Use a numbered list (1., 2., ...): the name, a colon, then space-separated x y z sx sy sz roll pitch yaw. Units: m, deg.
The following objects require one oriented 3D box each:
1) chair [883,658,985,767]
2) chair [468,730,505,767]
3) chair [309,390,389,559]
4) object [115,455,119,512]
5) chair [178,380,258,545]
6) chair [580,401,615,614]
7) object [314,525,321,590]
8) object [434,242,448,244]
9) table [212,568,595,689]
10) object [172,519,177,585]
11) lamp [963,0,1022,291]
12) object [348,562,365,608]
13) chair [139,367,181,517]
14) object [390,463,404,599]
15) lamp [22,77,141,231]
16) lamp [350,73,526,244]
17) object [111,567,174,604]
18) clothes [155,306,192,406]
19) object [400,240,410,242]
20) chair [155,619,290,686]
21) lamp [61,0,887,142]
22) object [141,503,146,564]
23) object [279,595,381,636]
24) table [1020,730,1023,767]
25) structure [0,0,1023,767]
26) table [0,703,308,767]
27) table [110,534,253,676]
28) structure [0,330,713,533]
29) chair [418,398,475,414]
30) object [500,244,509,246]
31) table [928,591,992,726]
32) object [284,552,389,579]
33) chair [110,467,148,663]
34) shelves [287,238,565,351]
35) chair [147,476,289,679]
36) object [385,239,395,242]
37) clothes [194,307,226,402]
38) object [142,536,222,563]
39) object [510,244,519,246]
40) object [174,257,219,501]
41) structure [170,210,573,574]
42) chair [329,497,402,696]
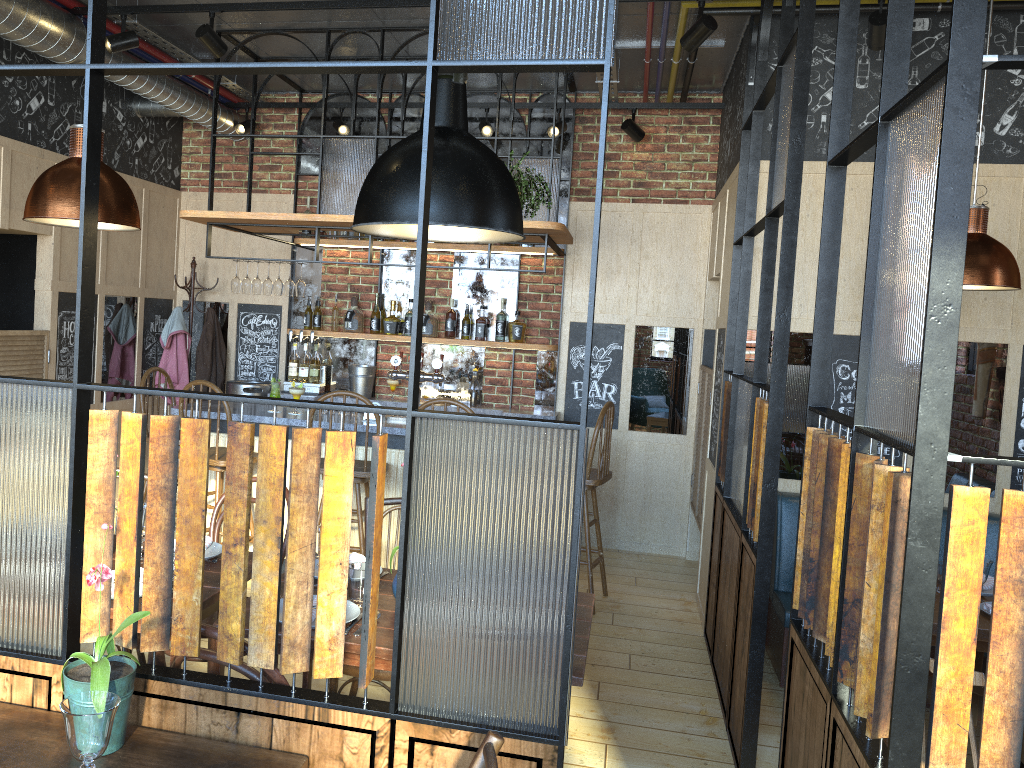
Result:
1. chair: 0.980 1.042 1.823 0.449 1.004 0.538 3 3 -4
2. chair: -0.308 1.035 1.394 0.527 0.914 0.401 4 3 5
3. chair: -0.937 0.619 4.988 0.439 1.194 0.409 4 3 4
4. object: -1.415 0.384 2.980 0.154 0.426 0.192 6 4 43
5. chair: -1.700 0.566 5.127 0.453 1.194 0.395 5 3 29
6. chair: 0.364 0.680 5.188 0.425 1.194 0.422 4 3 19
7. object: -0.611 0.558 2.825 0.103 0.191 0.094 5 3 30
8. object: -0.526 -1.183 6.615 0.119 0.264 0.115 4 3 11
9. table: -0.305 1.043 2.714 1.051 0.727 0.715 4 3 11
10. object: -1.069 0.534 2.799 0.103 0.191 0.094 5 3 30
11. lamp: 1.855 -1.047 3.485 0.371 1.333 0.366 4 3 3
12. object: -0.459 0.612 2.677 0.083 0.119 0.085 3 3 -7
13. chair: -2.207 0.494 5.763 0.419 1.194 0.428 4 3 9
14. object: -0.283 0.468 2.689 0.227 0.431 0.131 5 3 29
15. lamp: -1.382 -1.192 2.895 0.359 1.333 0.378 3 3 -17
16. lamp: -0.181 -1.110 2.624 0.548 1.325 0.511 5 3 23
17. object: -1.170 0.606 2.693 0.333 0.051 0.263 4 4 14
18. clothes: -2.611 -0.206 6.806 0.282 0.791 0.230 6 4 36
19. object: -0.808 -1.215 6.702 0.077 0.283 0.074 4 3 11
20. chair: -0.608 0.965 2.165 0.456 0.920 0.528 5 3 27
21. lamp: -0.907 -1.736 3.472 7.367 0.273 6.154 4 4 11
22. object: -1.262 0.509 3.001 0.094 0.191 0.103 2 4 -33
23. object: -0.555 0.651 2.540 0.333 0.051 0.263 4 4 14
24. table: 1.544 1.213 1.772 0.765 0.726 0.737 4 3 10
25. structure: -1.229 -0.397 3.995 5.801 3.323 6.091 3 4 -6
26. table: -0.848 1.096 1.488 0.765 0.726 0.737 4 3 10
27. table: -1.429 0.961 2.966 1.051 0.727 0.715 4 3 11
28. structure: -1.000 0.279 5.471 4.897 0.993 1.297 2 4 -13
29. chair: -0.349 0.662 4.856 0.446 1.194 0.403 4 3 14
30. object: -0.048 -1.149 6.518 0.066 0.263 0.065 4 3 4
31. table: 1.692 1.161 3.573 0.758 0.602 0.731 4 3 10
32. object: -0.589 0.619 2.983 0.333 0.051 0.263 4 4 14
33. chair: -1.603 0.822 3.428 0.396 0.914 0.534 3 3 -16
34. shelves: -0.667 -0.702 6.861 2.161 0.745 0.592 4 3 12
35. chair: -1.131 0.851 3.403 0.456 0.920 0.528 5 3 27
36. object: -0.922 -1.240 6.720 0.080 0.317 0.082 3 3 -9
37. clothes: -2.378 -0.219 6.967 0.215 0.770 0.234 4 3 7
38. object: -1.169 0.577 3.111 0.333 0.051 0.263 4 4 14
39. object: 0.028 -1.143 6.501 0.066 0.263 0.066 3 3 -3
40. object: -2.578 -0.010 6.951 0.362 1.987 0.344 5 3 32
41. structure: -0.839 0.067 5.937 2.385 2.171 1.709 4 3 11
42. chair: -0.447 0.907 3.158 0.412 0.914 0.513 4 3 9
